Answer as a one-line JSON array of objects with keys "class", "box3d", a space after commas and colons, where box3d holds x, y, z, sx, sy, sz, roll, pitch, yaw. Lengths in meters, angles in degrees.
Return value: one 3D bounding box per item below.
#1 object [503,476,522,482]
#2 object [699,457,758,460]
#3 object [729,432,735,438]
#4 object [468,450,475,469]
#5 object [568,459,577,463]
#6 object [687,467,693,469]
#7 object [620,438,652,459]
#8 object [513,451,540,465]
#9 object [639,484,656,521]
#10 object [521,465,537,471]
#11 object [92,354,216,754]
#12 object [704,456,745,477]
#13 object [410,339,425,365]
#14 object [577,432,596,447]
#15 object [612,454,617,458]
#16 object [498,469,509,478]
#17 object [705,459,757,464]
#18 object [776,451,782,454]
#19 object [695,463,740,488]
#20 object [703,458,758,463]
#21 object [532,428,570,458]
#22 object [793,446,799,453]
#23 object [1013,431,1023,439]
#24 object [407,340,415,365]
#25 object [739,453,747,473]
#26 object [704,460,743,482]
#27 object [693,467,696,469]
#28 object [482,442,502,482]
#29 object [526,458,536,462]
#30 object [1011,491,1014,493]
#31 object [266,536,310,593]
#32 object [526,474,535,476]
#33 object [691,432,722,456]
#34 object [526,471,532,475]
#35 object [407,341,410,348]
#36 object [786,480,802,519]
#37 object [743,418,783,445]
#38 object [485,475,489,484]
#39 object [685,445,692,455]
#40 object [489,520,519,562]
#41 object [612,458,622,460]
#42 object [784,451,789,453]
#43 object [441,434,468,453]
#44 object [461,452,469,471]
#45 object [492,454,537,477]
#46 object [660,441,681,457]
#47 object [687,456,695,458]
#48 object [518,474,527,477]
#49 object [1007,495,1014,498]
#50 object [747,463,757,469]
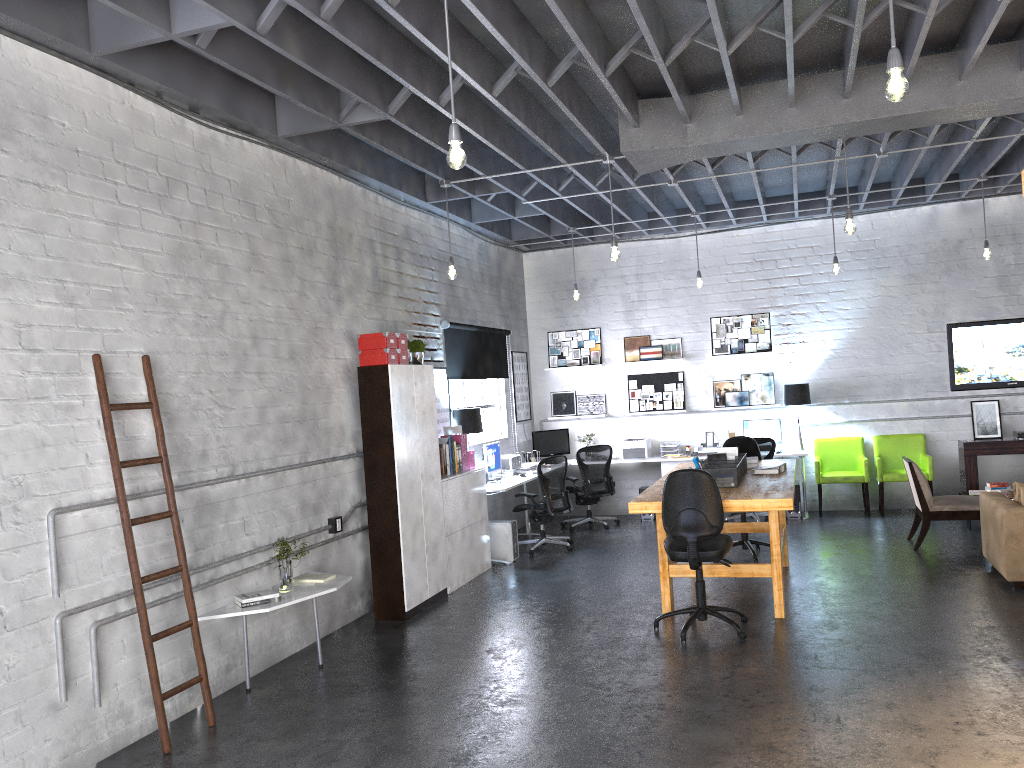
[{"class": "object", "box3d": [-0.006, 1.049, 9.792, 0.181, 0.028, 0.422, -4, 0, 8]}, {"class": "object", "box3d": [1.975, 0.702, 8.092, 0.520, 0.047, 0.046, -4, 0, 18]}, {"class": "object", "box3d": [2.795, 0.754, 11.284, 0.087, 0.259, 0.236, -4, 0, 18]}, {"class": "object", "box3d": [-0.504, 0.766, 8.968, 0.214, 0.177, 0.161, -4, 0, 18]}, {"class": "object", "box3d": [0.651, 1.018, 11.589, 0.422, 0.028, 0.181, -4, 0, -22]}, {"class": "object", "box3d": [1.396, 0.729, 7.140, 0.057, 0.057, 0.635, -4, 0, 18]}, {"class": "object", "box3d": [1.638, 0.848, 11.684, 0.351, 0.235, 0.350, -4, 0, 18]}, {"class": "object", "box3d": [0.186, 0.959, 11.213, 0.324, 0.208, 0.233, -4, 0, 18]}, {"class": "object", "box3d": [1.788, 1.535, 11.535, 0.180, 0.411, 0.476, -4, 0, 18]}, {"class": "object", "box3d": [0.079, 1.034, 10.892, 0.392, 0.064, 0.259, -4, 0, 18]}, {"class": "object", "box3d": [-1.952, 0.884, 4.862, 0.320, 2.121, 0.425, -4, 1, 18]}, {"class": "object", "box3d": [1.790, 0.705, 7.463, 0.316, 0.156, 0.306, -4, 0, 18]}, {"class": "object", "box3d": [-0.840, -0.279, 7.836, 0.169, 0.240, 0.171, -4, 0, 17]}, {"class": "object", "box3d": [1.005, 0.829, 11.926, 0.297, 0.363, 0.271, -4, 0, -27]}, {"class": "object", "box3d": [1.344, 0.961, 11.824, 0.105, 0.052, 0.023, -4, 0, 18]}, {"class": "object", "box3d": [-0.101, 1.027, 10.171, 0.082, 0.090, 0.090, -4, 0, 43]}, {"class": "object", "box3d": [1.929, 0.704, 7.952, 0.520, 0.047, 0.046, -4, 0, 16]}, {"class": "object", "box3d": [3.261, 0.831, 10.827, 0.058, 0.036, 0.114, -4, 0, 33]}, {"class": "object", "box3d": [1.598, 0.713, 6.879, 0.316, 0.156, 0.306, -4, 0, 18]}, {"class": "object", "box3d": [1.946, 0.703, 8.005, 0.520, 0.047, 0.046, -4, 0, 18]}, {"class": "object", "box3d": [0.517, 0.829, 11.900, 0.559, 0.427, 0.147, -4, 0, -35]}, {"class": "object", "box3d": [3.439, 0.794, 10.743, 0.069, 0.083, 0.090, -4, 0, 17]}, {"class": "object", "box3d": [6.005, 0.582, 10.216, 0.371, 0.082, 0.266, -4, 0, 18]}, {"class": "object", "box3d": [-0.931, -0.274, 7.709, 0.169, 0.240, 0.171, -4, 0, -33]}, {"class": "object", "box3d": [1.886, 0.700, 7.756, 0.316, 0.156, 0.306, -4, 0, 18]}, {"class": "object", "box3d": [1.694, 0.709, 7.171, 0.316, 0.156, 0.306, -4, 0, 18]}, {"class": "object", "box3d": [1.450, 0.725, 7.123, 0.057, 0.057, 0.635, -4, 0, 18]}, {"class": "object", "box3d": [-0.264, 0.873, 9.909, 0.212, 0.417, 0.465, -4, 0, 18]}, {"class": "object", "box3d": [0.247, 0.989, 11.546, 0.155, 0.141, 0.088, -4, 0, 33]}, {"class": "object", "box3d": [5.461, 1.156, 9.574, 0.151, 0.040, 0.151, -4, 0, 36]}, {"class": "object", "box3d": [-1.494, 1.208, 5.938, 0.271, 0.363, 0.297, -4, 0, -37]}, {"class": "object", "box3d": [0.197, 1.044, 10.126, 0.119, 0.016, 0.119, -4, 0, 36]}, {"class": "object", "box3d": [2.509, 0.764, 11.385, 0.405, 0.280, 0.399, -4, 0, 18]}, {"class": "object", "box3d": [0.203, 1.020, 10.128, 0.078, 0.049, 0.062, -4, 0, -12]}, {"class": "object", "box3d": [-0.951, -0.273, 7.560, 0.171, 0.240, 0.169, -4, 0, -43]}, {"class": "object", "box3d": [3.457, 1.417, 10.901, 0.180, 0.411, 0.476, -4, 0, 18]}, {"class": "object", "box3d": [3.164, 0.649, 11.160, 0.465, 0.417, 0.212, -4, 0, 23]}, {"class": "object", "box3d": [-0.374, 0.983, 9.612, 0.209, 0.208, 0.104, -4, 0, 18]}, {"class": "object", "box3d": [2.285, 0.858, 11.511, 0.093, 0.116, 0.067, -4, 0, 18]}, {"class": "object", "box3d": [-0.191, 1.654, 9.334, 0.478, 0.411, 0.200, -4, 0, 18]}, {"class": "object", "box3d": [1.361, 0.972, 11.495, 0.103, 0.021, 0.131, -4, 0, -2]}, {"class": "object", "box3d": [3.365, 0.837, 10.880, 0.046, 0.009, 0.121, -4, 0, 3]}, {"class": "object", "box3d": [-0.573, 0.593, 8.793, 0.214, 0.177, 0.161, -4, 0, 18]}, {"class": "object", "box3d": [-0.561, 0.769, 8.795, 0.214, 0.177, 0.161, -4, 0, 18]}, {"class": "object", "box3d": [0.036, 0.950, 10.457, 0.485, 0.230, 0.420, -4, 0, 18]}, {"class": "object", "box3d": [2.063, 0.845, 11.539, 0.229, 0.180, 0.316, -4, 0, 18]}, {"class": "object", "box3d": [2.256, 0.916, 11.146, 0.141, 0.007, 0.008, -4, 0, -37]}, {"class": "object", "box3d": [0.108, 1.040, 10.063, 0.114, 0.036, 0.058, -4, 0, 8]}, {"class": "object", "box3d": [5.230, 1.174, 9.279, 0.137, 0.031, 0.137, -4, -1, 44]}, {"class": "object", "box3d": [1.927, 0.744, 7.938, 0.520, 0.047, 0.047, -4, 0, 18]}]
